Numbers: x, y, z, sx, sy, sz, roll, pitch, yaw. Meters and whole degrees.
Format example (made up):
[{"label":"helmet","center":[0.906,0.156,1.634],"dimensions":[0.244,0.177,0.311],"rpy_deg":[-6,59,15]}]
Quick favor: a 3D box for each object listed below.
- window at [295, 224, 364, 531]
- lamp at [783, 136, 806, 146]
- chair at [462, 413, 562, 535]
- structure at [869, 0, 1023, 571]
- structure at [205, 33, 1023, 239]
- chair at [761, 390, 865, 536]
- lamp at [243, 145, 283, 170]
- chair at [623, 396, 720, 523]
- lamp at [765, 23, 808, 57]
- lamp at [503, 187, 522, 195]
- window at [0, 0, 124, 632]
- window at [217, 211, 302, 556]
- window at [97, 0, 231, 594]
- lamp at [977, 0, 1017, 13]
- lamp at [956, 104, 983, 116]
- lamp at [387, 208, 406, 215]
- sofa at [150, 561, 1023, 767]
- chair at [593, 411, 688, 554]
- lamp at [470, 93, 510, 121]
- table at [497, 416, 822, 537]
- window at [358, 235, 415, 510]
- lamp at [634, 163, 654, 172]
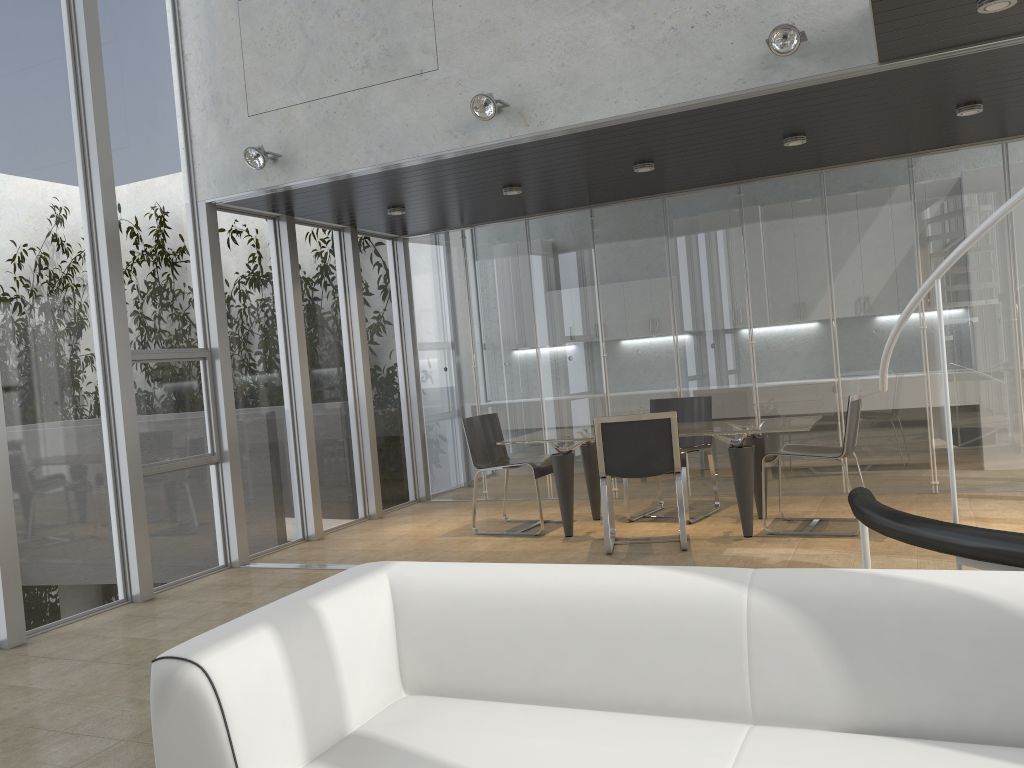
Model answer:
[{"label":"window","center":[-1.638,-0.065,7.832],"dimensions":[0.010,2.645,0.741],"rpy_deg":[-4,1,25]},{"label":"lamp","center":[1.946,-1.672,6.100],"dimensions":[0.149,0.038,0.149],"rpy_deg":[-4,2,40]},{"label":"chair","center":[0.037,0.697,7.104],"dimensions":[0.660,0.922,0.546],"rpy_deg":[-4,1,30]},{"label":"structure","center":[1.101,0.655,5.337],"dimensions":[6.700,6.900,4.916],"rpy_deg":[-4,1,25]},{"label":"structure","center":[-1.578,-1.940,3.434],"dimensions":[9.817,6.605,10.665],"rpy_deg":[-4,1,23]},{"label":"chair","center":[2.106,0.538,6.151],"dimensions":[0.660,0.922,0.546],"rpy_deg":[-4,1,30]},{"label":"lamp","center":[-1.715,-1.537,6.053],"dimensions":[0.197,0.154,0.228],"rpy_deg":[-4,1,25]},{"label":"chair","center":[1.256,0.592,7.058],"dimensions":[0.546,0.922,0.660],"rpy_deg":[-4,2,35]},{"label":"lamp","center":[1.431,-1.779,4.627],"dimensions":[0.197,0.154,0.254],"rpy_deg":[-4,1,25]},{"label":"lamp","center":[0.003,-1.522,6.989],"dimensions":[0.149,0.038,0.149],"rpy_deg":[-4,2,40]},{"label":"window","center":[-2.898,-1.407,5.306],"dimensions":[0.010,5.650,0.741],"rpy_deg":[-4,1,25]},{"label":"window","center":[-2.015,-0.014,7.001],"dimensions":[0.010,2.645,0.741],"rpy_deg":[-4,1,25]},{"label":"window","center":[-2.508,-1.459,6.131],"dimensions":[0.050,5.700,0.800],"rpy_deg":[-4,1,25]},{"label":"lamp","center":[2.074,-1.633,3.793],"dimensions":[0.149,0.038,0.149],"rpy_deg":[-4,2,40]},{"label":"lamp","center":[2.917,-1.747,5.655],"dimensions":[0.149,0.038,0.149],"rpy_deg":[-4,2,40]},{"label":"lamp","center":[-0.969,-1.448,7.434],"dimensions":[0.149,0.038,0.149],"rpy_deg":[-4,2,40]},{"label":"sofa","center":[0.510,0.831,2.017],"dimensions":[2.601,0.638,0.971],"rpy_deg":[-4,1,25]},{"label":"chair","center":[0.888,0.646,6.087],"dimensions":[0.546,0.922,0.660],"rpy_deg":[-5,1,10]},{"label":"lamp","center":[-0.139,-1.658,5.346],"dimensions":[0.197,0.154,0.254],"rpy_deg":[-4,1,25]},{"label":"table","center":[1.120,0.701,6.622],"dimensions":[2.250,0.733,0.900],"rpy_deg":[-4,1,25]},{"label":"window","center":[-1.262,-0.116,8.663],"dimensions":[0.010,2.645,0.741],"rpy_deg":[-4,1,25]},{"label":"lamp","center":[0.974,-1.597,6.544],"dimensions":[0.149,0.038,0.149],"rpy_deg":[-4,2,40]}]
